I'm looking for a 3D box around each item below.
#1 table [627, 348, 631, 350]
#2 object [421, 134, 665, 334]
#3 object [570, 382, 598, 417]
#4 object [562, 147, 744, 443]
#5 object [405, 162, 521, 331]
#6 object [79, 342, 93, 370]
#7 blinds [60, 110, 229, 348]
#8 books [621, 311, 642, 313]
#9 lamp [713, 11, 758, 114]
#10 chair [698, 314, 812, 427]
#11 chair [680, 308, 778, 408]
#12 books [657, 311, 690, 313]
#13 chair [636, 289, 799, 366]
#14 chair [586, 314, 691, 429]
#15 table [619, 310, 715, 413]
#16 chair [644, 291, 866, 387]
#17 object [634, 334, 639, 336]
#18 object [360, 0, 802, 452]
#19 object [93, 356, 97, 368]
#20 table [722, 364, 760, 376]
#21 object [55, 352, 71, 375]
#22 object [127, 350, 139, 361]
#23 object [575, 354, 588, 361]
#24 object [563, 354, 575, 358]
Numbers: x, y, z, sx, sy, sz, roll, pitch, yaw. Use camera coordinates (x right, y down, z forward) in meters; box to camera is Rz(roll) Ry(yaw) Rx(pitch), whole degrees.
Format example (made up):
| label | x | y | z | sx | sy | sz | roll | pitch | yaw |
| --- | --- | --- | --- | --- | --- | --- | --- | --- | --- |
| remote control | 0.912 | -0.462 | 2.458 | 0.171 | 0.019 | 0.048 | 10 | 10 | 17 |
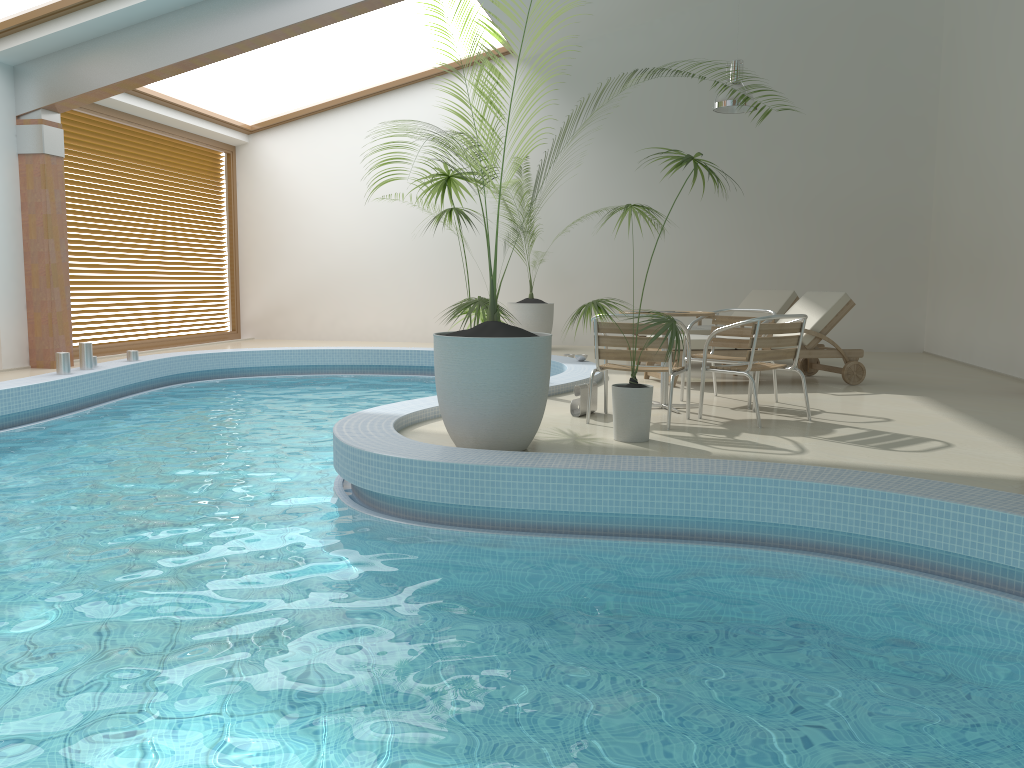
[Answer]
| label | x | y | z | sx | sy | sz | roll | pitch | yaw |
| --- | --- | --- | --- | --- | --- | --- | --- | --- | --- |
| table | 1.612 | -0.426 | 10.852 | 0.283 | 0.255 | 0.320 | -3 | 7 | -27 |
| object | 0.409 | -1.944 | 12.111 | 2.979 | 2.960 | 2.729 | -3 | 7 | -25 |
| object | 0.512 | 0.105 | 6.305 | 0.081 | 0.223 | 0.272 | 4 | 8 | 31 |
| object | 0.808 | -0.509 | 5.226 | 0.791 | 1.695 | 1.059 | -6 | 9 | -43 |
| object | -0.332 | -0.588 | 5.838 | 0.791 | 1.695 | 1.059 | 0 | 7 | -2 |
| object | -4.031 | -0.264 | 8.392 | 0.115 | 0.254 | 0.115 | -5 | 8 | -38 |
| blinds | -4.993 | -1.961 | 11.967 | 0.095 | 2.921 | 4.414 | 2 | 7 | 11 |
| books | 0.937 | -0.531 | 6.521 | 0.241 | 0.004 | 0.166 | -5 | 8 | -38 |
| lamp | 2.568 | -4.120 | 10.062 | 0.506 | 1.958 | 0.505 | 2 | 7 | 11 |
| chair | 1.676 | -0.125 | 6.115 | 0.618 | 0.727 | 0.563 | -4 | 8 | -37 |
| chair | 1.721 | -0.224 | 6.983 | 0.618 | 0.727 | 0.563 | 7 | 9 | 43 |
| books | 1.156 | -0.525 | 6.480 | 0.241 | 0.004 | 0.166 | -5 | 8 | -38 |
| chair | 2.432 | -0.657 | 10.239 | 1.903 | 0.866 | 0.861 | -3 | 7 | -27 |
| chair | 0.861 | -0.117 | 5.999 | 0.618 | 0.727 | 0.563 | 3 | 7 | 23 |
| table | 1.143 | -0.176 | 6.612 | 0.700 | 0.720 | 0.700 | 4 | 8 | 30 |
| chair | 2.297 | -0.454 | 8.468 | 1.903 | 0.866 | 0.861 | -1 | 7 | -11 |
| object | 1.536 | -0.629 | 10.895 | 0.102 | 0.137 | 0.102 | 4 | 7 | 25 |
| object | -0.093 | -1.134 | 5.021 | 2.979 | 2.960 | 2.729 | 4 | 7 | 28 |
| object | -4.099 | -0.217 | 8.629 | 0.115 | 0.107 | 0.115 | -3 | 8 | -30 |
| table | 2.370 | -0.228 | 9.182 | 0.283 | 0.255 | 0.320 | -1 | 7 | -11 |
| object | -4.031 | -0.185 | 7.965 | 0.115 | 0.194 | 0.115 | -5 | 8 | -38 |
| object | -3.988 | -0.296 | 9.324 | 0.115 | 0.107 | 0.115 | -3 | 8 | -30 |
| object | 0.755 | -0.282 | 9.668 | 0.140 | 0.069 | 0.140 | -2 | 7 | -20 |
| object | 0.692 | -0.327 | 10.752 | 0.140 | 0.069 | 0.140 | -2 | 7 | -20 |
